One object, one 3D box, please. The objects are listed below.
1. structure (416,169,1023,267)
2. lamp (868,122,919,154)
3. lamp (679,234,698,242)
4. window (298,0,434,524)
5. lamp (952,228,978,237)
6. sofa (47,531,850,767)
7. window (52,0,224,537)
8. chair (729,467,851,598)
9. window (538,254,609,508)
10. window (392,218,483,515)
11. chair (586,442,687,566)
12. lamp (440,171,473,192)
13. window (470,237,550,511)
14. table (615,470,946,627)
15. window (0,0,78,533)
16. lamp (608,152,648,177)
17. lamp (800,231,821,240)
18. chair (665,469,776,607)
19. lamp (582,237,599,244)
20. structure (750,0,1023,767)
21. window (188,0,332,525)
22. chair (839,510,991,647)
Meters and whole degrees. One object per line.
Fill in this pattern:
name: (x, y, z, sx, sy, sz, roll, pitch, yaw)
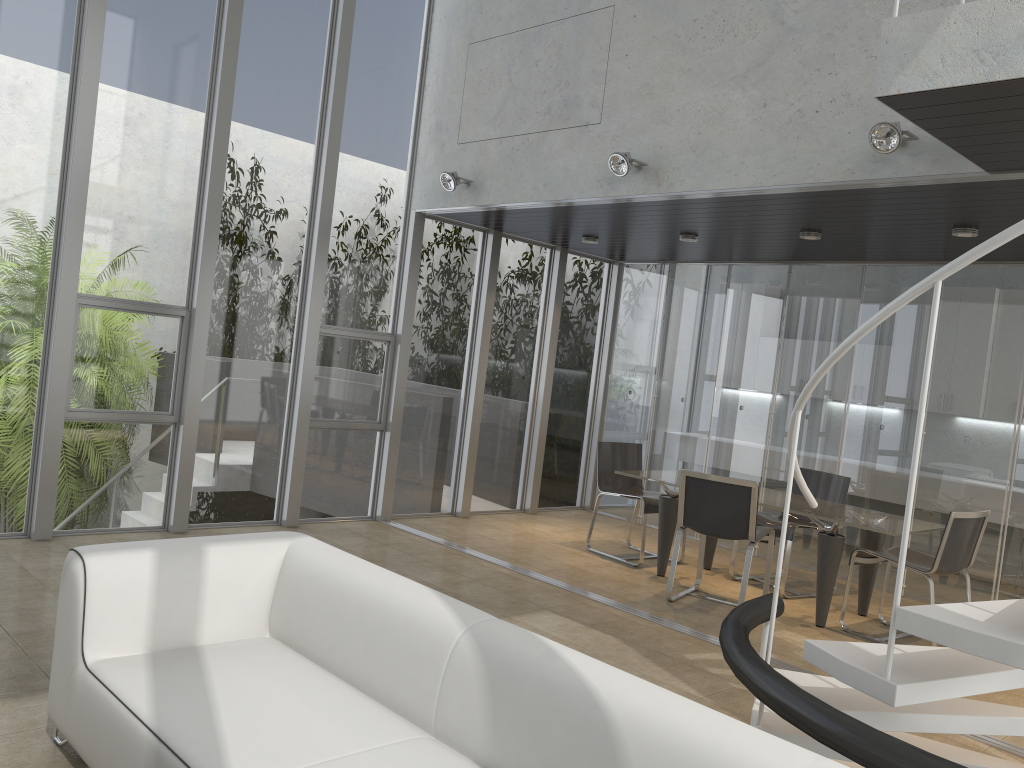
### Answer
structure: (-1.204, -2.059, 4.499, 10.665, 6.605, 9.817, 5, 2, -45)
lamp: (1.933, -1.242, 4.519, 0.254, 0.154, 0.197, 5, 2, -44)
lamp: (1.443, -1.192, 7.247, 0.149, 0.038, 0.149, 6, 2, -29)
window: (-1.163, -1.674, 7.366, 0.800, 5.700, 0.050, 5, 2, -44)
lamp: (2.915, -0.976, 5.706, 0.149, 0.038, 0.149, 6, 2, -29)
sofa: (-0.387, 1.024, 2.529, 0.971, 0.638, 2.601, 5, 2, -44)
window: (-2.474, -1.792, 6.098, 0.800, 5.700, 0.050, 5, 2, -44)
chair: (2.176, 1.135, 6.938, 0.660, 0.922, 0.546, 6, 2, -34)
window: (0.618, -0.010, 9.321, 0.741, 2.645, 0.010, 5, 2, -44)
window: (-0.693, -0.128, 8.053, 0.741, 2.645, 0.010, 5, 2, -44)
chair: (1.064, 0.991, 7.429, 0.546, 0.922, 0.660, 5, 2, -39)
lamp: (-0.456, -1.592, 7.001, 0.228, 0.154, 0.197, 5, 2, -44)
window: (-0.038, -0.069, 8.687, 0.741, 2.645, 0.010, 5, 2, -44)
table: (1.871, 1.197, 6.587, 0.900, 0.733, 2.250, 5, 2, -44)
window: (-3.139, -1.852, 5.475, 0.741, 5.650, 0.010, 5, 2, -44)
lamp: (0.743, -1.417, 5.765, 0.254, 0.154, 0.197, 5, 2, -44)
lamp: (2.179, -1.084, 6.476, 0.149, 0.038, 0.149, 6, 2, -29)
chair: (1.478, 1.075, 6.171, 0.546, 0.922, 0.660, 8, 2, 31)
lamp: (0.707, -1.300, 8.018, 0.149, 0.038, 0.149, 6, 2, -29)
structure: (1.395, 1.098, 5.396, 4.916, 6.900, 6.700, 5, 2, -44)
window: (-1.829, -1.735, 6.742, 0.741, 5.650, 0.010, 5, 2, -44)
chair: (2.629, 1.221, 5.783, 0.546, 0.922, 0.660, 5, 2, -39)
